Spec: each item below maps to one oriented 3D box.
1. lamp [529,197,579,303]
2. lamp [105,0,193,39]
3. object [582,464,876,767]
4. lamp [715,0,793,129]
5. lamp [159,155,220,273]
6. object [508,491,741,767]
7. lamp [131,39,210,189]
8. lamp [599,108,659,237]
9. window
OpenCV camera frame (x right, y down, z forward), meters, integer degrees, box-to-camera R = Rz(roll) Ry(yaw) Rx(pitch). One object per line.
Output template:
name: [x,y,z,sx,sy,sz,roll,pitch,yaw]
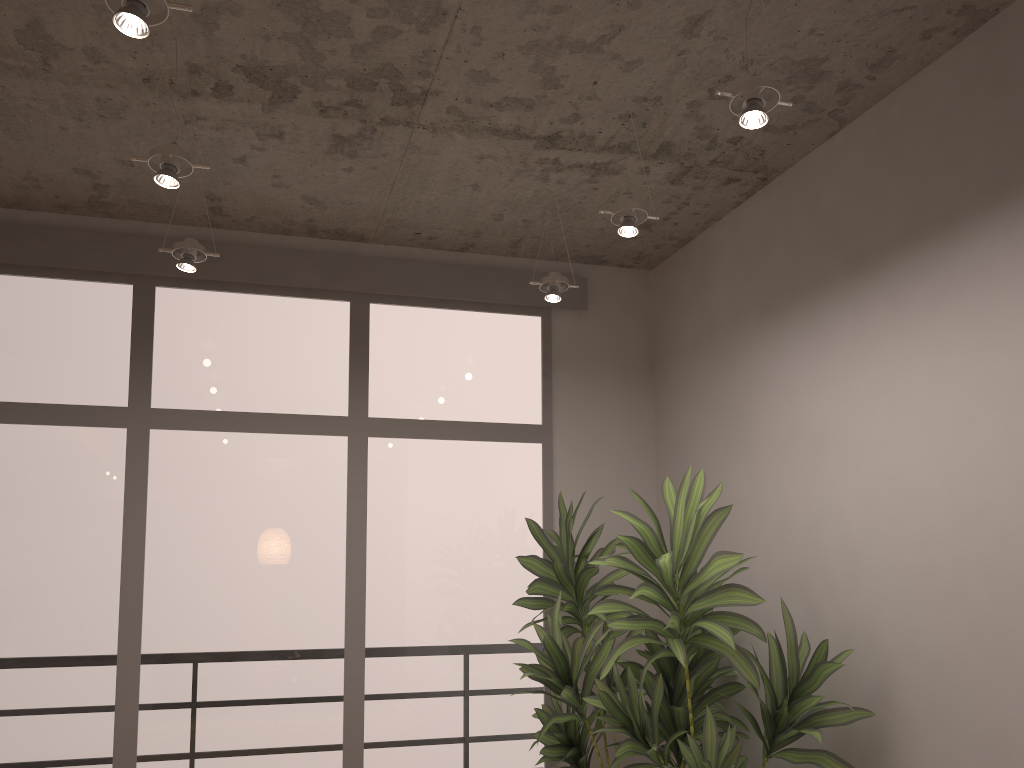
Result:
lamp: [0.187,-0.606,3.943,0.135,0.477,0.199,-6,-9,41]
lamp: [-0.824,-1.009,1.958,0.135,0.477,0.199,-6,-9,41]
object: [0.735,1.377,3.271,0.966,2.081,1.093,0,-7,-3]
lamp: [0.646,-0.928,2.374,0.135,0.477,0.199,-6,-9,41]
lamp: [-1.283,-0.688,3.527,0.135,0.477,0.199,-6,-9,41]
object: [0.532,1.509,3.914,1.080,2.081,0.978,0,-7,2]
lamp: [-1.054,-0.848,2.743,0.135,0.477,0.199,-6,-9,41]
lamp: [0.416,-0.767,3.159,0.135,0.477,0.199,-6,-9,41]
window: [-3.701,0.814,3.489,8.552,3.245,0.063,3,-7,-16]
